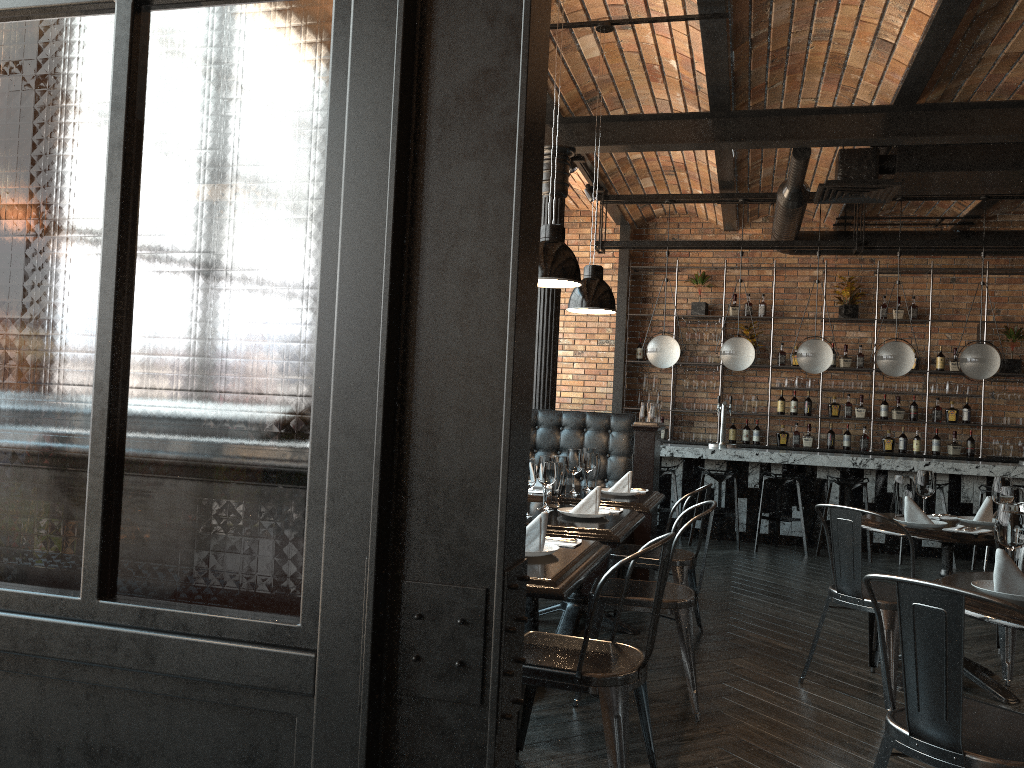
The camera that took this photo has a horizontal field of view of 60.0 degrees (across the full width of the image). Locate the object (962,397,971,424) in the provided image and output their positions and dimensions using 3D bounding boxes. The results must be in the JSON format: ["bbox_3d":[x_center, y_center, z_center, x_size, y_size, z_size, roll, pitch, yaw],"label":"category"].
[{"bbox_3d":[5.105,0.299,9.953,0.086,0.298,0.086,3,-2,-26],"label":"object"}]

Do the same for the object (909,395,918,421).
[{"bbox_3d":[4.572,0.275,10.084,0.086,0.299,0.086,3,-2,-26],"label":"object"}]

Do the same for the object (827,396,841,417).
[{"bbox_3d":[3.742,0.267,10.299,0.151,0.248,0.094,3,-1,4],"label":"object"}]

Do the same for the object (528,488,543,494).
[{"bbox_3d":[0.115,0.584,4.890,0.255,0.019,0.157,2,-1,15],"label":"object"}]

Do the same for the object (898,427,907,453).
[{"bbox_3d":[4.458,0.636,10.111,0.086,0.298,0.086,3,-2,-26],"label":"object"}]

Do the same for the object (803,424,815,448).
[{"bbox_3d":[3.463,0.603,10.347,0.123,0.279,0.123,2,-2,28],"label":"object"}]

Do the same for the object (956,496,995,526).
[{"bbox_3d":[2.318,0.623,4.368,0.232,0.139,0.232,3,-1,-15],"label":"object"}]

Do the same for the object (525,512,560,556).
[{"bbox_3d":[0.040,0.477,2.857,0.232,0.139,0.232,2,-1,12],"label":"object"}]

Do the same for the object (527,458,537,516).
[{"bbox_3d":[0.058,0.443,3.818,0.092,0.244,0.092,4,-2,-36],"label":"object"}]

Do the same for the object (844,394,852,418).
[{"bbox_3d":[3.892,0.255,10.261,0.083,0.282,0.083,2,-1,15],"label":"object"}]

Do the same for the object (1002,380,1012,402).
[{"bbox_3d":[5.451,0.076,9.762,0.092,0.244,0.092,4,-2,-36],"label":"object"}]

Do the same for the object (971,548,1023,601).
[{"bbox_3d":[1.435,0.537,2.517,0.232,0.139,0.232,2,-1,11],"label":"object"}]

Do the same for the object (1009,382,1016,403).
[{"bbox_3d":[5.588,0.086,9.896,0.092,0.244,0.092,4,-2,-36],"label":"object"}]

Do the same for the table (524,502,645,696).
[{"bbox_3d":[0.092,0.949,3.942,0.872,0.758,0.872,2,-1,15],"label":"table"}]

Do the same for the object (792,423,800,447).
[{"bbox_3d":[3.333,0.595,10.396,0.083,0.282,0.083,2,-1,15],"label":"object"}]

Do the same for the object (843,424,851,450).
[{"bbox_3d":[3.879,0.610,10.259,0.086,0.298,0.086,3,-2,-26],"label":"object"}]

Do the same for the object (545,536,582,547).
[{"bbox_3d":[0.113,0.542,3.102,0.255,0.019,0.157,2,-1,15],"label":"object"}]

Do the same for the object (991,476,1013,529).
[{"bbox_3d":[2.308,0.560,4.175,0.092,0.244,0.092,2,-1,14],"label":"object"}]

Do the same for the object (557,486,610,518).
[{"bbox_3d":[0.318,0.516,3.912,0.232,0.139,0.232,2,-1,12],"label":"object"}]

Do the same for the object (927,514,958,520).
[{"bbox_3d":[2.176,0.676,4.537,0.255,0.019,0.157,3,-1,-25],"label":"object"}]

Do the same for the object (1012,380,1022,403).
[{"bbox_3d":[5.546,0.080,9.736,0.092,0.244,0.092,4,-2,-36],"label":"object"}]

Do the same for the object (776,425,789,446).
[{"bbox_3d":[3.183,0.607,10.434,0.151,0.248,0.094,3,-1,4],"label":"object"}]

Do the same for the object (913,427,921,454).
[{"bbox_3d":[4.595,0.642,10.061,0.080,0.299,0.080,2,-1,17],"label":"object"}]

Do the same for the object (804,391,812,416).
[{"bbox_3d":[3.465,0.229,10.377,0.086,0.297,0.086,3,-2,-26],"label":"object"}]

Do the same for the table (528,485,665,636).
[{"bbox_3d":[0.373,0.988,5.009,0.872,0.758,0.872,2,-1,15],"label":"table"}]

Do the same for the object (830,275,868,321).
[{"bbox_3d":[3.916,-1.009,10.338,0.425,0.526,0.430,2,-1,17],"label":"object"}]

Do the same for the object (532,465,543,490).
[{"bbox_3d":[0.173,0.537,5.107,0.232,0.139,0.232,3,-1,9],"label":"object"}]

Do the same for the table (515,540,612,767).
[{"bbox_3d":[-0.186,0.911,2.889,0.872,0.758,0.872,2,-1,15],"label":"table"}]

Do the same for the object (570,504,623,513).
[{"bbox_3d":[0.391,0.580,4.157,0.255,0.019,0.157,2,-1,15],"label":"object"}]

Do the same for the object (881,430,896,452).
[{"bbox_3d":[4.304,0.654,10.137,0.151,0.248,0.094,2,-1,24],"label":"object"}]

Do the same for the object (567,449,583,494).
[{"bbox_3d":[0.342,0.482,4.893,0.092,0.244,0.092,3,-1,-24],"label":"object"}]

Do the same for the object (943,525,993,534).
[{"bbox_3d":[2.084,0.659,4.040,0.255,0.019,0.157,4,-2,-45],"label":"object"}]

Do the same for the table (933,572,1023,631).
[{"bbox_3d":[1.633,0.990,2.523,0.866,0.758,0.866,3,-1,-22],"label":"table"}]

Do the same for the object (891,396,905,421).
[{"bbox_3d":[4.403,0.279,10.111,0.123,0.279,0.123,3,-1,3],"label":"object"}]

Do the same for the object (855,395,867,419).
[{"bbox_3d":[4.022,0.263,10.212,0.123,0.279,0.123,2,-2,28],"label":"object"}]

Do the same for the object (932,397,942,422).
[{"bbox_3d":[4.804,0.293,10.018,0.083,0.282,0.083,3,-1,0],"label":"object"}]

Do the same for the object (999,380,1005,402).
[{"bbox_3d":[5.493,0.082,9.921,0.092,0.244,0.092,4,-2,-36],"label":"object"}]

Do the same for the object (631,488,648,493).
[{"bbox_3d":[0.675,0.620,5.232,0.255,0.019,0.157,2,-1,15],"label":"object"}]

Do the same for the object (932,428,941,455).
[{"bbox_3d":[4.795,0.649,10.016,0.086,0.298,0.086,3,-2,-26],"label":"object"}]

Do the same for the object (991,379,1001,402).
[{"bbox_3d":[5.344,0.071,9.790,0.092,0.244,0.092,4,-2,-36],"label":"object"}]

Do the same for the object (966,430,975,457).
[{"bbox_3d":[5.132,0.662,9.922,0.086,0.299,0.086,3,-2,-26],"label":"object"}]

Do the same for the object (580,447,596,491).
[{"bbox_3d":[0.440,0.492,5.137,0.092,0.244,0.092,3,-1,-24],"label":"object"}]

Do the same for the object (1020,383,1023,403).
[{"bbox_3d":[5.688,0.090,9.869,0.092,0.244,0.092,4,-2,-36],"label":"object"}]

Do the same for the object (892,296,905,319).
[{"bbox_3d":[4.428,-0.865,10.161,0.123,0.279,0.123,2,-1,18],"label":"object"}]

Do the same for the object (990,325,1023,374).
[{"bbox_3d":[5.551,-0.385,9.811,0.374,0.560,0.398,3,-1,-13],"label":"object"}]

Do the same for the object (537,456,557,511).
[{"bbox_3d":[0.157,0.453,4.062,0.092,0.244,0.092,3,-1,-24],"label":"object"}]

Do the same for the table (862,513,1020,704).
[{"bbox_3d":[2.101,1.054,4.296,0.866,0.758,0.866,3,-1,-22],"label":"table"}]

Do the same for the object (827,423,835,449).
[{"bbox_3d":[3.696,0.602,10.274,0.086,0.297,0.086,4,-2,-41],"label":"object"}]

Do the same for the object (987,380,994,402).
[{"bbox_3d":[5.386,0.077,9.949,0.092,0.244,0.092,4,-2,-36],"label":"object"}]

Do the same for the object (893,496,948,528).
[{"bbox_3d":[1.920,0.599,4.166,0.232,0.139,0.232,4,-2,-31],"label":"object"}]

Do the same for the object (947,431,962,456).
[{"bbox_3d":[4.964,0.666,9.949,0.123,0.279,0.123,3,-1,3],"label":"object"}]

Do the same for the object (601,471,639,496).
[{"bbox_3d":[0.601,0.555,4.987,0.232,0.139,0.232,2,-1,12],"label":"object"}]

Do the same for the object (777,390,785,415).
[{"bbox_3d":[3.179,0.218,10.456,0.086,0.299,0.086,3,-2,-26],"label":"object"}]

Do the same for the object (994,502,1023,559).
[{"bbox_3d":[1.517,0.486,2.696,0.092,0.244,0.092,3,-1,-22],"label":"object"}]

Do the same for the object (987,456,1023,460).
[{"bbox_3d":[5.480,0.816,9.765,0.437,0.019,0.273,2,-1,15],"label":"object"}]

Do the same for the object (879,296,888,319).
[{"bbox_3d":[4.277,-0.873,10.200,0.083,0.282,0.083,2,-1,15],"label":"object"}]

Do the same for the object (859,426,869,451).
[{"bbox_3d":[4.054,0.625,10.204,0.083,0.282,0.083,3,-1,0],"label":"object"}]

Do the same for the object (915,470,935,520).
[{"bbox_3d":[2.062,0.554,4.431,0.092,0.244,0.092,2,-1,14],"label":"object"}]

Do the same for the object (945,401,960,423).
[{"bbox_3d":[4.951,0.318,9.978,0.151,0.248,0.094,2,-1,24],"label":"object"}]

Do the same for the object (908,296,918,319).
[{"bbox_3d":[4.580,-0.861,10.120,0.083,0.282,0.083,3,-1,0],"label":"object"}]
